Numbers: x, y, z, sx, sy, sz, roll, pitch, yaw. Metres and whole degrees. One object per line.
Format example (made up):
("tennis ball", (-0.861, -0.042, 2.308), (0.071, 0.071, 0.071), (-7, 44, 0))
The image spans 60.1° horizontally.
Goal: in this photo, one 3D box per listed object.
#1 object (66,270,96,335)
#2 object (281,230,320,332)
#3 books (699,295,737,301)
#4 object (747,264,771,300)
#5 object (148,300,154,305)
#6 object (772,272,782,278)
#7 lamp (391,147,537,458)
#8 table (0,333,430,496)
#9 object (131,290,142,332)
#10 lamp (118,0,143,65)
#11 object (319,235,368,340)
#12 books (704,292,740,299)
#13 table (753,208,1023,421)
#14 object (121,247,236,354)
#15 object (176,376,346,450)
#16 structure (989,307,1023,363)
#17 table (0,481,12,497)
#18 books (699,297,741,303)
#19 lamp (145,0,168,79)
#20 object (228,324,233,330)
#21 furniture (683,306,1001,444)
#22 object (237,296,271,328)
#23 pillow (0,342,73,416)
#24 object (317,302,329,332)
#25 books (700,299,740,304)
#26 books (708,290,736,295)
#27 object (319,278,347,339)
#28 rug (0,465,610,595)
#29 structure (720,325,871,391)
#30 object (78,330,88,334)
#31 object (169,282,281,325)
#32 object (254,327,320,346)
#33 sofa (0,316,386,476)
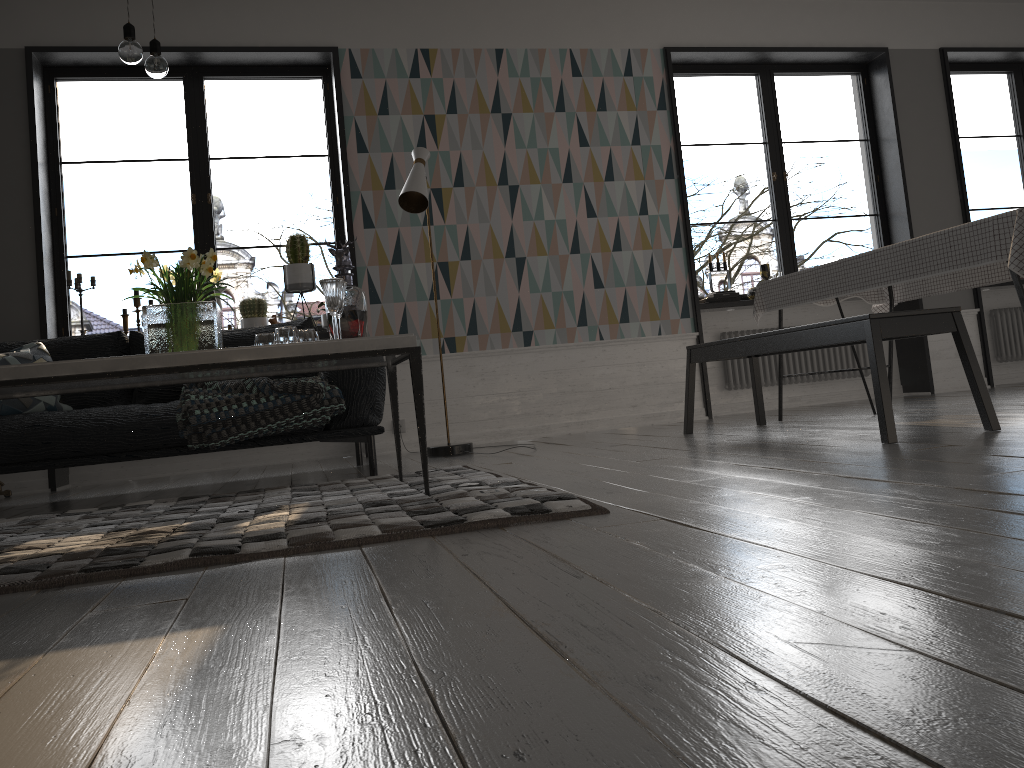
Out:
("object", (-2.579, -0.433, 5.269), (0.162, 0.492, 0.144), (-7, -5, 22))
("object", (-1.329, -0.645, 5.543), (0.236, 0.674, 0.227), (-2, -6, -43))
("books", (1.463, -0.606, 6.277), (0.216, 0.011, 0.173), (-5, -1, -8))
("object", (1.775, -0.729, 6.354), (0.194, 0.258, 0.114), (-5, -4, -4))
("object", (-2.199, -0.374, 5.408), (0.075, 0.302, 0.075), (-7, -5, 17))
("object", (2.015, -0.719, 6.421), (0.268, 0.193, 0.152), (-5, -3, -14))
("lamp", (-0.335, -0.468, 5.120), (0.681, 1.710, 1.239), (-4, -3, -16))
("table", (-1.044, 0.178, 2.829), (1.457, 0.513, 0.728), (-5, -2, -14))
("object", (-2.260, -0.406, 5.345), (0.123, 0.377, 0.122), (-5, -4, -9))
("lamp", (-0.837, -1.845, 2.438), (0.074, 1.544, 1.388), (-1, -5, -45))
("object", (-0.604, -0.330, 3.218), (0.148, 0.419, 0.155), (-6, -4, 5))
("books", (1.486, -0.624, 6.278), (0.198, 0.022, 0.161), (-5, -1, -13))
("table", (2.039, -0.250, 4.152), (0.932, 0.787, 2.016), (-5, -1, -14))
("object", (-1.086, -0.252, 2.888), (0.352, 0.353, 0.323), (-5, -3, -12))
("object", (-1.118, 0.086, 3.915), (0.667, 0.330, 0.488), (-5, -2, -19))
("structure", (4.371, -0.431, 7.101), (1.224, 0.430, 0.148), (-5, -4, -16))
("table", (-3.121, 0.317, 4.698), (0.743, 0.683, 0.337), (-5, -4, -14))
("books", (1.455, -0.590, 6.278), (0.271, 0.019, 0.183), (-5, -1, -15))
("lamp", (-0.808, -1.846, 2.574), (0.074, 1.544, 1.388), (-1, -5, -45))
("object", (-1.739, -0.317, 5.459), (0.123, 0.099, 0.122), (-6, -2, 9))
("furniture", (1.300, -0.014, 3.918), (0.466, 0.457, 1.661), (-5, -1, -14))
("object", (-1.620, -0.421, 5.556), (0.235, 0.284, 0.212), (-3, -4, -40))
("pillow", (-2.380, 0.004, 3.863), (0.800, 0.364, 0.441), (-5, -2, -32))
("object", (-1.133, -0.430, 5.541), (0.171, 0.204, 0.245), (-5, -2, -12))
("books", (1.456, -0.575, 6.269), (0.268, 0.011, 0.161), (-5, -1, -11))
("books", (1.489, -0.645, 6.276), (0.154, 0.017, 0.123), (-5, -1, -13))
("object", (-0.596, -0.235, 2.995), (0.082, 0.228, 0.167), (-5, -3, -2))
("rug", (-1.201, 0.433, 2.603), (2.529, 0.034, 1.762), (-5, -1, -14))
("structure", (2.103, -0.216, 6.531), (1.224, 0.430, 0.148), (-5, -4, -16))
("object", (-2.583, -0.262, 5.334), (0.084, 0.152, 0.084), (-5, -4, -10))
("object", (-1.766, -0.465, 5.477), (0.663, 0.412, 0.134), (-5, -4, -13))
("object", (-0.747, -0.146, 3.091), (0.246, 0.088, 0.277), (-5, -1, -36))
("sofa", (-1.775, 0.128, 4.052), (2.343, 0.802, 0.965), (-5, -2, -15))
